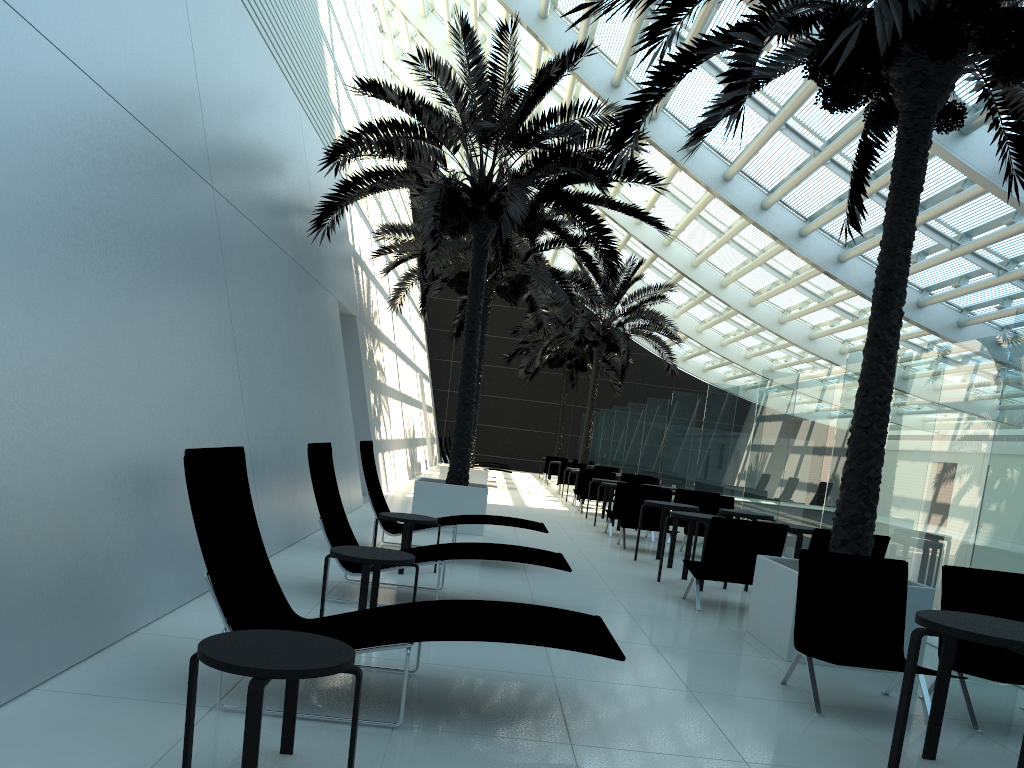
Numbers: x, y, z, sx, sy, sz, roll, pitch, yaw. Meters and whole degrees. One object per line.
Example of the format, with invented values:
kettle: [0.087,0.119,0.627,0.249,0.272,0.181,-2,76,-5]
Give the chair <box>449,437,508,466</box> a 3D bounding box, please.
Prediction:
chair: [-1.126,2.444,28.876,2.038,1.169,0.913,7,3,-2]

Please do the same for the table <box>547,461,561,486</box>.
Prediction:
table: [1.541,2.901,28.004,0.671,0.788,0.682,8,3,37]

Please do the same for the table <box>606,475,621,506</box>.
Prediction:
table: [2.679,2.599,20.951,0.670,0.788,0.683,9,3,41]

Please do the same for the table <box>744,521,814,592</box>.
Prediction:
table: [2.975,1.928,9.525,0.670,0.788,0.683,9,3,41]

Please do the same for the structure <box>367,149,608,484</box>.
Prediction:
structure: [-0.761,-1.060,17.908,4.235,6.961,4.642,9,4,32]

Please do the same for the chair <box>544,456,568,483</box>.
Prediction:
chair: [1.521,2.921,29.299,0.717,0.896,0.879,7,2,-2]

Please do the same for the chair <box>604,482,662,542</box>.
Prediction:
chair: [1.929,2.031,14.094,0.717,0.896,0.879,7,2,-2]

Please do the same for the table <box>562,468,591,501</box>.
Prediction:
table: [1.688,2.569,22.343,0.671,0.788,0.682,8,3,37]

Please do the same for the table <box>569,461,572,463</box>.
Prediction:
table: [2.387,3.259,32.216,0.684,0.788,0.669,4,3,-44]

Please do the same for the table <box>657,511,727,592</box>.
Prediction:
table: [2.012,1.813,9.487,0.670,0.788,0.683,9,3,41]

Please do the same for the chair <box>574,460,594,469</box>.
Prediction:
chair: [2.447,3.032,29.337,0.717,0.896,0.879,7,2,-2]

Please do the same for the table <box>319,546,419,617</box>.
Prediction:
table: [-0.944,1.368,5.767,0.546,0.522,0.557,8,2,41]

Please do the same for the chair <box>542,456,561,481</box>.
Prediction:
chair: [1.491,3.023,30.996,0.717,0.896,0.879,7,2,-2]

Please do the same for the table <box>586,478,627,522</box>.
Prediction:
table: [1.833,2.240,16.740,0.671,0.788,0.682,8,3,37]

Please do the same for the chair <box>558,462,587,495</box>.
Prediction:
chair: [1.668,2.588,23.613,0.717,0.896,0.879,7,2,-2]

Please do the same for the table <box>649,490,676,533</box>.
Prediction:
table: [2.825,2.268,15.314,0.670,0.788,0.683,9,3,41]

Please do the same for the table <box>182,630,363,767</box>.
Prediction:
table: [-0.877,1.218,3.197,0.546,0.522,0.557,8,2,41]

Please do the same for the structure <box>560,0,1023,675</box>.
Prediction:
structure: [2.890,-1.411,6.326,4.790,7.088,4.426,8,4,17]

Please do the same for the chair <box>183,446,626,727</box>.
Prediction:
chair: [-0.490,1.005,4.335,2.038,1.169,0.913,7,3,-2]

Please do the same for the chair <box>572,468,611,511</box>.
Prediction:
chair: [1.783,2.362,19.732,0.717,0.896,0.879,7,2,-2]

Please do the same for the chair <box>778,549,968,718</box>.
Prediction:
chair: [2.145,1.507,5.182,0.717,0.896,0.879,7,2,-2]

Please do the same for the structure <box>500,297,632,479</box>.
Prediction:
structure: [2.205,0.191,33.590,4.483,7.087,4.731,5,4,-23]

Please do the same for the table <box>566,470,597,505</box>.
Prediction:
table: [1.716,2.484,20.913,0.670,0.788,0.683,9,3,41]

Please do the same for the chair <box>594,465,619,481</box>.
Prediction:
chair: [2.594,2.698,23.650,0.717,0.896,0.879,7,2,-2]

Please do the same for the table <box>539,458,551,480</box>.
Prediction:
table: [1.424,3.144,32.177,0.684,0.788,0.669,4,3,-44]

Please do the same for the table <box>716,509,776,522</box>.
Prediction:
table: [2.942,2.024,11.141,0.671,0.788,0.682,8,3,37]

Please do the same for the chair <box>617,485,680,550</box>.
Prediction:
chair: [1.959,1.929,12.385,0.717,0.896,0.879,7,2,-2]

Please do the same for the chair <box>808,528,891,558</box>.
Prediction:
chair: [3.005,1.802,8.343,0.717,0.896,0.879,7,2,-2]

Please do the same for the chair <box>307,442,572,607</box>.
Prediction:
chair: [-0.557,1.155,6.905,2.038,1.169,0.913,7,3,-2]

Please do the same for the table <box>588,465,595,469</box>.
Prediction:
table: [2.504,3.016,28.043,0.671,0.788,0.682,8,3,37]

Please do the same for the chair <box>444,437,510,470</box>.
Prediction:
chair: [-1.057,2.289,26.226,2.038,1.169,0.913,7,3,-2]

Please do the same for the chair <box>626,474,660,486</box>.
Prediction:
chair: [2.738,2.371,18.073,0.717,0.896,0.879,7,2,-2]

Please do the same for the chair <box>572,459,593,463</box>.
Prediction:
chair: [2.417,3.133,31.033,0.717,0.896,0.879,7,2,-2]

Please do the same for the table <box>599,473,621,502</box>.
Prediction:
table: [2.651,2.683,22.381,0.671,0.788,0.682,8,3,37]

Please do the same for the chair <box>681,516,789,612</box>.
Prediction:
chair: [2.079,1.692,8.306,0.717,0.896,0.879,7,2,-2]

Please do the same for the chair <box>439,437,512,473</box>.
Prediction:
chair: [-0.991,2.138,23.656,2.038,1.169,0.913,7,3,-2]

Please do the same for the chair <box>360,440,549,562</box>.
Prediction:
chair: [-0.623,1.306,9.475,2.038,1.169,0.913,7,3,-2]

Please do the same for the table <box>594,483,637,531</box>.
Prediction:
table: [1.862,2.153,15.275,0.670,0.788,0.683,9,3,41]

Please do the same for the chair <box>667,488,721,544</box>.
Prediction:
chair: [2.855,2.142,14.131,0.717,0.896,0.879,7,2,-2]

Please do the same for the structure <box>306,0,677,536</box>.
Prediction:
structure: [-0.405,-1.357,11.924,4.669,6.900,4.207,5,4,-23]

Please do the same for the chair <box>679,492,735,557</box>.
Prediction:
chair: [2.885,2.040,12.423,0.717,0.896,0.879,7,2,-2]

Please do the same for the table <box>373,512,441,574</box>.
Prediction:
table: [-1.010,1.519,8.337,0.546,0.522,0.557,8,2,41]

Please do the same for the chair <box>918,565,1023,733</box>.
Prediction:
chair: [3.071,1.617,5.219,0.717,0.896,0.879,7,2,-2]

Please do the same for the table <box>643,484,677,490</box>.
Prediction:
table: [2.796,2.355,16.779,0.671,0.788,0.682,8,3,37]

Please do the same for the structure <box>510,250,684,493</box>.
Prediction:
structure: [2.390,-0.290,25.452,4.836,7.089,4.383,6,4,-8]

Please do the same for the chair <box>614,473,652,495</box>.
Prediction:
chair: [2.709,2.472,19.769,0.717,0.896,0.879,7,2,-2]

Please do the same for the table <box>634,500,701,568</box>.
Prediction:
table: [1.979,1.909,11.103,0.671,0.788,0.682,8,3,37]

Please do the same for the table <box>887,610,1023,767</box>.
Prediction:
table: [2.163,1.493,4.013,0.684,0.788,0.669,4,3,-44]

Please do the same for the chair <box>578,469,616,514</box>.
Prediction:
chair: [1.812,2.261,18.035,0.717,0.896,0.879,7,2,-2]
